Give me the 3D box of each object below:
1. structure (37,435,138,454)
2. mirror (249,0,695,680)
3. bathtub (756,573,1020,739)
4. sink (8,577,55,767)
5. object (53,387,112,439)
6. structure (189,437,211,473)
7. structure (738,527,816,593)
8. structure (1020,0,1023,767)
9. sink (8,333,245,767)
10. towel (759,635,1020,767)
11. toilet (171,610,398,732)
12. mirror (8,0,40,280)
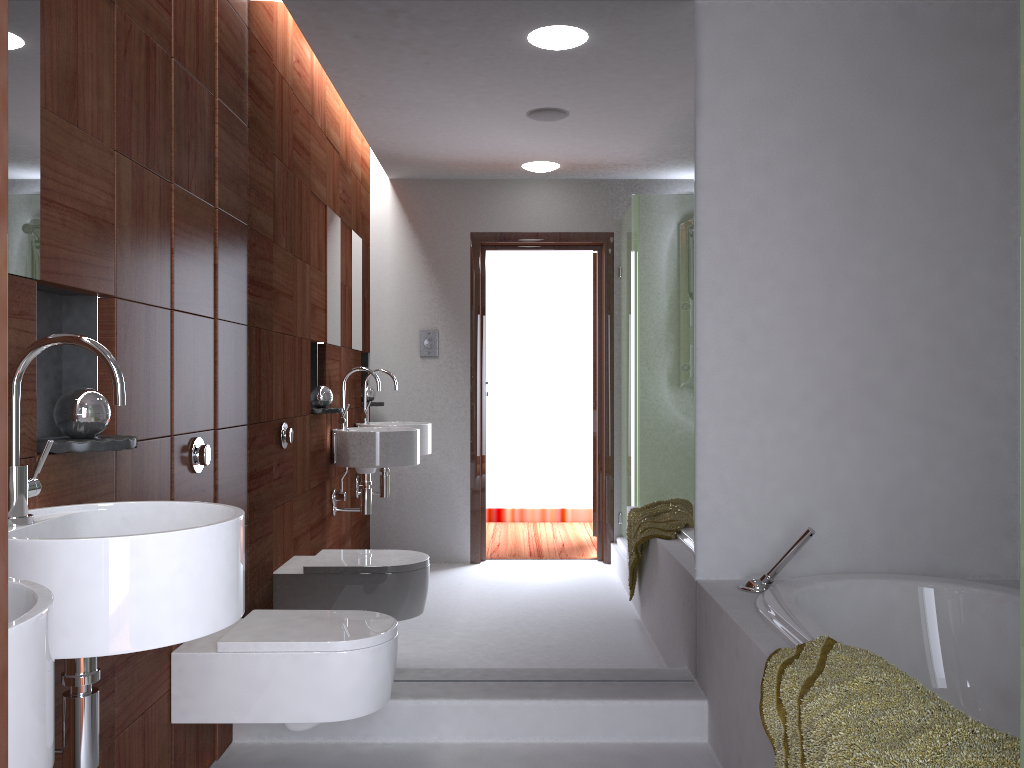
[{"bbox_3d":[-0.860,0.118,1.752,0.222,0.023,0.220,0,0,-10],"label":"structure"},{"bbox_3d":[-0.127,-0.140,2.855,1.433,2.183,0.019,0,0,0],"label":"mirror"},{"bbox_3d":[1.113,0.811,1.980,0.881,0.424,1.683,0,0,0],"label":"bathtub"},{"bbox_3d":[-0.651,0.275,0.807,0.417,0.715,0.415,0,0,0],"label":"sink"},{"bbox_3d":[-0.847,0.058,1.127,0.104,0.104,1.350,0,0,0],"label":"object"},{"bbox_3d":[-0.836,0.192,2.391,0.034,0.098,0.098,0,0,0],"label":"structure"},{"bbox_3d":[0.811,0.551,2.704,0.239,0.257,0.112,0,0,31],"label":"structure"},{"bbox_3d":[1.130,0.053,0.717,1.015,2.079,0.765,0,0,0],"label":"structure"},{"bbox_3d":[-0.651,0.275,1.439,0.417,0.715,0.415,0,0,0],"label":"sink"},{"bbox_3d":[0.710,0.790,1.655,0.349,0.452,0.890,0,0,-5],"label":"towel"},{"bbox_3d":[-0.581,0.789,2.382,0.547,0.284,0.329,0,0,0],"label":"toilet"},{"bbox_3d":[-0.857,-0.505,1.444,0.010,0.635,0.316,0,0,0],"label":"mirror"}]
